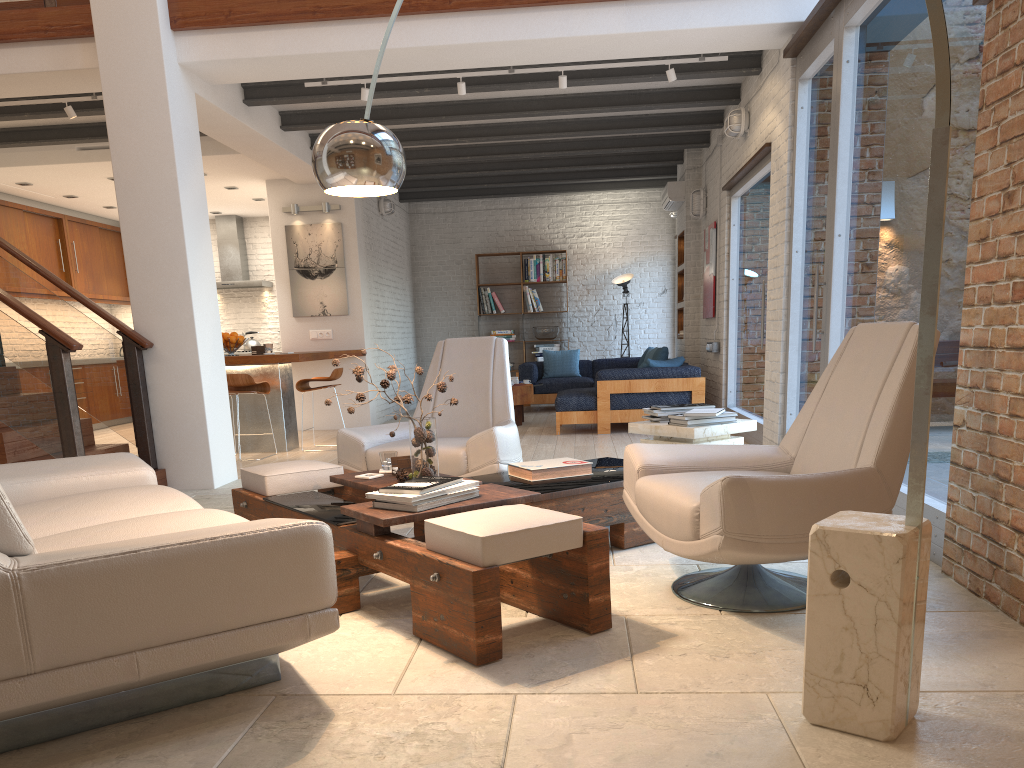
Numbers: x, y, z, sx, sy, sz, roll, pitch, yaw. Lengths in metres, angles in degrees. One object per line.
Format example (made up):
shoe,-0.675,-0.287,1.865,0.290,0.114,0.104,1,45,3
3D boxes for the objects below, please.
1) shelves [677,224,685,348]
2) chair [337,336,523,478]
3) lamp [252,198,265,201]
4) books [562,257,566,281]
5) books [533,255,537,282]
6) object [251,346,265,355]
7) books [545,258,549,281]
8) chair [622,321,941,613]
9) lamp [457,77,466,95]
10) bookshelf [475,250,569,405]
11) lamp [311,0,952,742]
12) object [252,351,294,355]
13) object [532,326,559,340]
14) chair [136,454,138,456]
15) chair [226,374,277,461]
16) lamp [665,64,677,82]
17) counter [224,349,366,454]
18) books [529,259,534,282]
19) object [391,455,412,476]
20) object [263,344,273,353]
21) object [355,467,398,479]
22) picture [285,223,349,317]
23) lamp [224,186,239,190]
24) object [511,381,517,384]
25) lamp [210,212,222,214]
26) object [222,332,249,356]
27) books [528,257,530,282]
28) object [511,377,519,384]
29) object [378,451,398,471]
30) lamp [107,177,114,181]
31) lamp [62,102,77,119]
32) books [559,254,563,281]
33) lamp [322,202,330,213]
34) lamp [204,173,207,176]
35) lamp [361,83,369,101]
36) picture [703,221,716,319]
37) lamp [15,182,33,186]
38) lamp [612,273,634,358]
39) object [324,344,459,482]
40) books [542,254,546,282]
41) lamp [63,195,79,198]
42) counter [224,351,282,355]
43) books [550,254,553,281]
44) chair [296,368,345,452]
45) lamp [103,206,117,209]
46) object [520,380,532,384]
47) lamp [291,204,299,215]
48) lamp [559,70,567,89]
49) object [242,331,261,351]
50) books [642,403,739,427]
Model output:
shelves,2.170,-1.176,10.718,0.192,1.471,0.742,-1,11,4
chair,-0.369,0.246,5.128,1.025,1.047,0.944,1,9,21
lamp,-3.210,-2.354,11.039,0.124,0.057,0.120,-2,5,5
books,0.768,-1.673,12.771,0.055,0.340,0.246,-1,10,4
books,0.341,-1.685,12.779,0.036,0.395,0.236,-1,10,4
object,-2.415,-0.321,8.309,0.092,0.084,0.113,-9,9,-40
books,0.519,-1.663,12.761,0.055,0.340,0.246,-1,10,4
chair,1.021,0.291,3.289,0.981,1.029,0.999,-4,8,-11
lamp,-0.371,-2.186,6.419,0.061,0.133,0.083,-1,10,7
bookshelf,0.177,-0.804,12.980,1.318,2.271,0.352,-1,13,4
lamp,0.144,-0.323,2.521,2.012,2.422,0.312,5,14,39
object,-2.289,-0.299,8.263,0.395,0.036,0.193,-2,3,8
object,0.504,-0.754,13.001,0.394,0.207,0.399,-7,7,-44
chair,-3.498,0.299,8.558,0.423,0.799,0.390,-1,11,4
chair,-2.445,0.291,7.948,0.405,0.799,0.408,-1,11,4
lamp,1.149,-2.237,6.289,0.086,0.133,0.058,-9,13,-34
counter,-2.619,0.158,9.114,1.686,0.946,2.430,-2,4,5
books,0.296,-1.656,12.785,0.055,0.340,0.246,-1,10,4
object,-0.495,0.380,4.022,0.093,0.084,0.112,-5,7,-23
object,-2.297,-0.334,8.223,0.091,0.087,0.088,1,8,19
object,-0.606,0.407,4.062,0.269,0.036,0.244,-4,4,-23
picture,-2.228,-1.296,9.966,0.655,1.047,0.019,-1,13,4
lamp,-3.276,-2.306,10.174,0.124,0.057,0.120,-2,5,5
object,-0.018,-0.023,10.346,0.146,0.057,0.170,-3,4,-6
lamp,-4.070,-2.371,11.977,0.124,0.057,0.120,-2,5,5
object,-2.692,-0.382,8.320,0.362,0.228,0.357,-6,7,-30
books,0.257,-1.670,12.802,0.021,0.370,0.263,-1,10,4
object,0.028,-0.031,10.638,0.108,0.111,0.105,1,9,20
object,-0.584,0.365,4.132,0.090,0.087,0.090,-8,10,-36
lamp,-4.268,-2.226,9.385,0.124,0.057,0.120,-2,5,5
lamp,-3.373,-2.083,6.655,0.086,0.133,0.058,-9,13,-34
books,0.717,-1.698,12.753,0.036,0.395,0.236,-1,10,4
lamp,-2.081,-1.970,9.743,0.079,0.107,0.078,4,11,32
lamp,-3.342,-2.257,9.309,0.124,0.057,0.120,-2,5,5
lamp,-1.092,-2.161,6.475,0.059,0.133,0.084,-8,11,-25
picture,2.121,-1.200,9.374,0.019,0.989,0.720,-1,10,4
lamp,-5.301,-2.190,9.469,0.124,0.057,0.120,-2,5,5
lamp,1.786,-0.660,12.553,0.502,1.902,0.846,-7,12,-23
object,-0.520,0.131,3.711,0.538,0.626,0.309,-6,12,-24
books,0.472,-1.690,12.773,0.036,0.395,0.236,-1,10,4
lamp,-5.235,-2.239,10.333,0.124,0.057,0.120,-2,5,5
counter,-4.323,-0.331,11.410,3.523,0.072,3.245,-2,3,5
books,0.587,-1.695,12.776,0.036,0.395,0.236,-1,10,4
chair,-1.800,0.241,8.421,0.423,0.799,0.390,-1,11,4
lamp,-5.169,-2.287,11.197,0.124,0.057,0.120,-2,5,5
object,0.174,-0.019,10.814,0.155,0.059,0.263,-2,4,-3
lamp,-2.435,-1.958,9.772,0.079,0.107,0.078,4,11,32
lamp,0.370,-2.216,6.357,0.061,0.124,0.083,-1,10,7
object,-3.737,-0.619,12.542,0.262,0.284,0.255,2,9,26
books,0.986,0.169,4.741,0.388,0.082,0.555,-3,3,-12
